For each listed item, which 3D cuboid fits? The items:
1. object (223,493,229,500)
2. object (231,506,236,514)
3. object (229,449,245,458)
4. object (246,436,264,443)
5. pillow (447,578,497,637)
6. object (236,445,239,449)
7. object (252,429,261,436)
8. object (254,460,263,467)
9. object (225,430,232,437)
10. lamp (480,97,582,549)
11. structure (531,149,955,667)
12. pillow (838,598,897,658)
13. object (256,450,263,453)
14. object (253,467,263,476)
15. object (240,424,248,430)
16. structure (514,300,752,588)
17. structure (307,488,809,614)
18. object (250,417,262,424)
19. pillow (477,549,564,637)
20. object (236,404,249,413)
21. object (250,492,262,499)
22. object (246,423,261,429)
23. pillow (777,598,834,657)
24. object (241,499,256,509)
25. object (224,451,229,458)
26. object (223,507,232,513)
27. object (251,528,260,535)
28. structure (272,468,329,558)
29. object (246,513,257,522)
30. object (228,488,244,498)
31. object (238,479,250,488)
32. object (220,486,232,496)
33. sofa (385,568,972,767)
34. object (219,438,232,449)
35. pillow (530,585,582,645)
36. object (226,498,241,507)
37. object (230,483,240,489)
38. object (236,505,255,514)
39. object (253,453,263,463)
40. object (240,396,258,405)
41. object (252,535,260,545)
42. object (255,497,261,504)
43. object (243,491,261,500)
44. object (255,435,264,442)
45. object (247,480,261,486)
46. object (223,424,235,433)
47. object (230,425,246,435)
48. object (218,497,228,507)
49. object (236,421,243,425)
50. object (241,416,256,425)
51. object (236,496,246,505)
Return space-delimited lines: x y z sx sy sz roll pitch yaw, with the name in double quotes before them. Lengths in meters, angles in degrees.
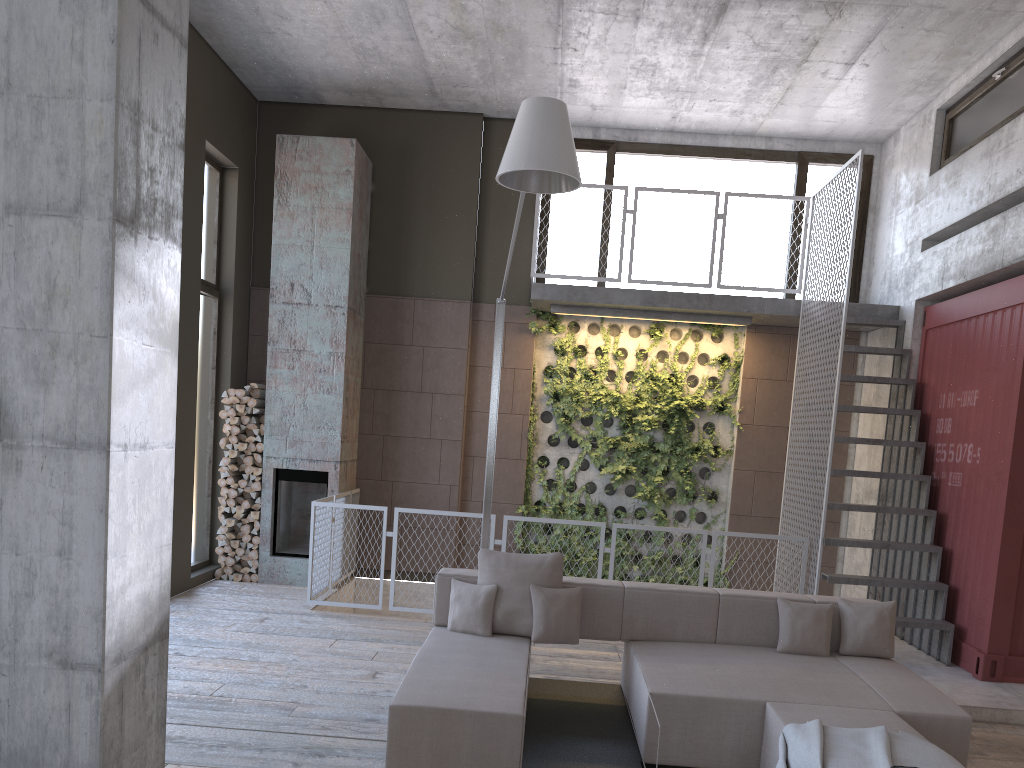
"object" -2.970 1.173 9.208 0.045 0.073 0.250 4 -2 2
"object" -2.885 1.326 9.325 0.067 0.067 0.421 4 -3 2
"object" -2.853 0.732 9.225 0.093 0.084 0.478 4 -3 2
"object" -2.691 0.593 9.271 0.115 0.080 0.433 4 -3 2
"pillow" -0.266 1.456 5.653 0.366 0.380 0.150 5 4 35
"object" -2.781 0.664 9.240 0.115 0.080 0.433 4 -3 2
"object" -2.640 0.515 9.236 0.066 0.085 0.423 4 -3 0
"object" -2.644 0.831 9.302 0.101 0.087 0.361 4 -3 2
"object" -2.925 0.512 9.145 0.045 0.073 0.250 4 -2 2
"lamp" 0.010 0.352 5.737 0.757 3.454 2.604 3 2 -10
"structure" 1.924 0.251 8.505 3.682 4.356 3.013 4 3 2
"pillow" 2.276 1.562 5.623 0.362 0.370 0.186 4 4 7
"object" -2.595 0.668 9.229 0.101 0.103 0.291 4 -2 4
"object" -2.616 0.917 9.274 0.093 0.084 0.478 4 -3 2
"object" -2.774 0.452 9.228 0.064 0.075 0.358 4 -3 1
"structure" 1.344 0.849 9.693 2.626 3.858 0.994 4 5 2
"structure" 0.414 1.727 8.785 4.425 0.942 1.919 4 -1 2
"object" -2.662 0.380 9.240 0.067 0.071 0.421 4 -3 2
"pillow" 0.038 1.349 5.662 0.563 0.563 0.219 4 4 4
"object" -2.766 0.264 9.191 0.094 0.083 0.478 4 -3 2
"object" -2.685 1.175 9.299 0.066 0.085 0.423 4 -3 0
"object" -2.672 0.445 9.219 0.122 0.068 0.362 4 -3 4
"pillow" 1.880 1.571 5.620 0.370 0.362 0.185 4 4 2
"object" -2.740 1.259 9.292 0.091 0.090 0.454 4 -3 3
"object" -2.929 0.737 9.231 0.067 0.067 0.421 4 -3 2
"object" -2.965 1.319 9.328 0.067 0.067 0.421 4 -3 2
"object" -2.680 1.546 9.340 0.071 0.073 0.421 4 -3 2
"structure" -2.198 1.356 9.181 0.576 0.937 0.056 4 5 2
"object" -2.708 1.404 9.342 0.091 0.090 0.453 4 -3 2
"object" -2.890 1.141 9.241 0.098 0.107 0.293 4 -2 3
"object" -2.778 1.045 9.277 0.091 0.090 0.453 4 -3 1
"object" -2.981 1.128 9.287 0.101 0.103 0.291 4 -2 4
"sofa" 0.906 1.667 4.603 2.995 0.791 3.001 4 -3 3
"object" -2.984 0.624 9.228 0.064 0.126 0.362 4 -2 1
"pillow" 0.284 1.463 5.558 0.377 0.376 0.167 3 4 -24
"object" -2.916 1.244 9.325 0.092 0.094 0.435 4 -3 2
"object" -2.878 1.067 9.264 0.089 0.057 0.331 4 -3 2
"object" -2.809 1.321 9.319 0.093 0.084 0.478 4 -3 2
"object" -2.622 0.781 9.228 0.088 0.109 0.364 4 -2 2
"object" -2.725 0.178 9.147 0.104 0.084 0.361 4 -3 2
"object" -2.659 1.644 9.358 0.091 0.092 0.435 4 -3 2
"object" -2.632 1.210 9.300 0.066 0.085 0.423 4 -3 0
"object" -2.773 1.182 9.373 0.104 0.103 0.291 4 -2 2
"object" -2.613 0.572 9.247 0.071 0.073 0.421 4 -3 2
"object" -2.707 1.041 9.303 0.067 0.071 0.421 4 -3 2
"object" -2.936 0.467 9.225 0.101 0.103 0.291 4 -2 4
"object" -2.844 0.481 9.178 0.098 0.107 0.293 4 -2 3
"object" -3.008 1.241 9.286 0.088 0.109 0.364 4 -2 2
"object" -2.833 0.407 9.201 0.089 0.057 0.331 4 -3 2
"object" -2.733 0.384 9.214 0.091 0.090 0.453 4 -3 1
"object" -2.836 1.235 9.347 0.101 0.087 0.361 4 -3 2
